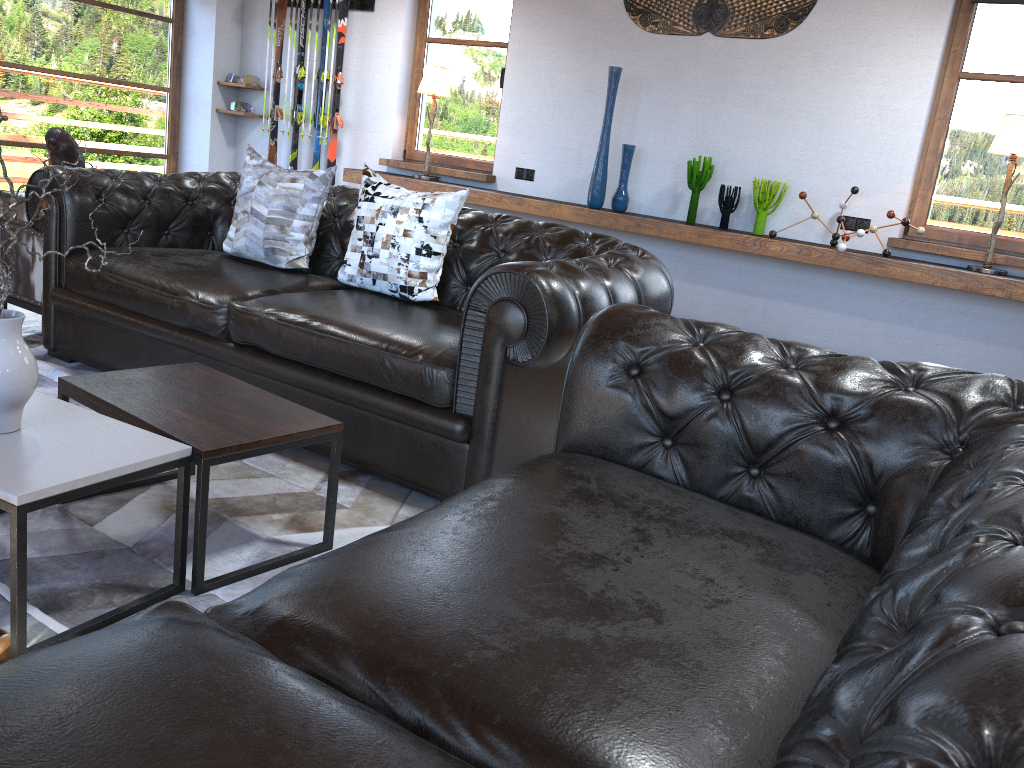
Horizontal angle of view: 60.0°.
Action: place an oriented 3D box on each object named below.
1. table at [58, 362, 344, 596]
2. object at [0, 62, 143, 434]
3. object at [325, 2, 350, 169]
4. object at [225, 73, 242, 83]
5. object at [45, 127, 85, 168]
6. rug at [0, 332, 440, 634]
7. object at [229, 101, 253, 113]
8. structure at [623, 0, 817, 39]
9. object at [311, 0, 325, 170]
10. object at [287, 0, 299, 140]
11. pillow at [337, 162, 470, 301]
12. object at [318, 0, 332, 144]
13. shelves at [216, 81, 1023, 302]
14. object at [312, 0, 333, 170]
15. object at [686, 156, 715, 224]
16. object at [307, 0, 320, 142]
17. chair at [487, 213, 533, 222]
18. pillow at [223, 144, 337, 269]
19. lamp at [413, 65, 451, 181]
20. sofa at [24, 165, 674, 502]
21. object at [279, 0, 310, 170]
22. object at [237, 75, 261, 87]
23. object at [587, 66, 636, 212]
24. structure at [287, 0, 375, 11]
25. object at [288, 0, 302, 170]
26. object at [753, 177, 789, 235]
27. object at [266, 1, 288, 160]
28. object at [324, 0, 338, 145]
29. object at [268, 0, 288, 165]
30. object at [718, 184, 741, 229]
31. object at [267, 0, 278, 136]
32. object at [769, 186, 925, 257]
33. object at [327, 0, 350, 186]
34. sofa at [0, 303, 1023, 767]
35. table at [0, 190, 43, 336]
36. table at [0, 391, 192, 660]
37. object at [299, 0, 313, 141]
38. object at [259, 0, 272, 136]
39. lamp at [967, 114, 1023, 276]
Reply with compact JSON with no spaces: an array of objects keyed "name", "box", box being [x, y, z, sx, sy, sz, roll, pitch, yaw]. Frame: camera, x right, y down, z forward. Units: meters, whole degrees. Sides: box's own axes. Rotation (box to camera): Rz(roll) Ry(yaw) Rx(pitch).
[{"name":"table","box":[-0.824,0.208,2.315,0.644,0.349,0.405,18,17,35]},{"name":"object","box":[-1.030,-0.281,1.769,0.614,0.805,0.411,20,18,41]},{"name":"object","box":[-1.388,-2.319,6.888,0.094,1.600,0.116,16,16,30]},{"name":"object","box":[-2.329,-2.572,7.476,0.188,0.083,0.162,16,16,29]},{"name":"object","box":[-2.022,-0.998,4.018,0.150,0.317,0.247,3,14,-17]},{"name":"rug","box":[-0.525,0.240,2.983,4.010,0.053,2.462,17,17,30]},{"name":"object","box":[-2.291,-2.341,7.486,0.189,0.083,0.350,2,15,-22]},{"name":"structure","box":[1.187,-2.228,5.347,1.237,0.239,0.100,16,16,30]},{"name":"object","box":[-1.526,-2.407,7.030,0.072,1.616,0.113,16,16,30]},{"name":"object","box":[-1.749,-2.571,6.988,0.120,1.245,0.059,11,14,12]},{"name":"pillow","box":[-0.429,-0.589,3.419,0.524,0.467,0.287,17,16,33]},{"name":"object","box":[-1.435,-2.455,6.709,0.121,1.245,0.059,7,13,-2]},{"name":"shelves","box":[0.265,-1.272,5.991,6.587,0.985,0.620,16,16,30]},{"name":"object","box":[-1.470,-2.387,6.985,0.072,1.616,0.113,16,16,30]},{"name":"object","box":[1.122,-1.180,5.398,0.159,0.409,0.147,8,14,0]},{"name":"object","box":[-1.555,-2.514,6.873,0.120,1.245,0.059,11,14,12]},{"name":"chair","box":[-0.115,-0.679,5.494,0.437,0.714,0.447,17,17,34]},{"name":"pillow","box":[-0.991,-0.754,3.754,0.524,0.467,0.287,17,16,33]},{"name":"lamp","box":[-0.515,-1.572,6.641,0.244,1.476,0.640,17,16,33]},{"name":"sofa","box":[-0.659,-0.332,3.547,2.545,0.835,1.254,16,16,29]},{"name":"object","box":[-1.719,-2.430,7.014,0.103,1.616,0.257,15,15,27]},{"name":"object","box":[-2.181,-2.528,7.389,0.158,0.083,0.192,16,16,29]},{"name":"object","box":[0.660,-1.524,5.562,0.275,0.859,0.111,4,14,-13]},{"name":"structure","box":[-1.549,-3.005,6.867,1.042,0.134,0.323,16,16,30]},{"name":"object","box":[-1.727,-2.457,7.114,0.072,1.616,0.113,16,16,30]},{"name":"object","box":[1.495,-1.050,5.256,0.183,0.331,0.199,6,14,-9]},{"name":"object","box":[-1.941,-2.481,7.217,0.094,1.600,0.116,16,16,30]},{"name":"object","box":[-1.339,-2.454,6.758,0.121,1.245,0.059,6,14,-7]},{"name":"object","box":[-1.865,-2.470,7.157,0.094,1.600,0.116,16,16,30]},{"name":"object","box":[1.299,-1.069,5.362,0.129,0.259,0.124,8,14,1]},{"name":"object","box":[-1.942,-2.628,7.103,0.120,1.245,0.059,11,14,12]},{"name":"object","box":[1.871,-0.927,4.939,0.527,0.348,0.642,-1,17,-31]},{"name":"object","box":[-1.312,-2.308,6.828,0.094,1.600,0.116,16,16,30]},{"name":"sofa","box":[0.049,0.456,0.878,1.229,0.835,2.597,16,16,30]},{"name":"table","box":[-2.095,-0.567,4.144,0.414,0.607,0.410,16,16,30]},{"name":"table","box":[-1.104,0.263,1.950,0.645,0.349,0.405,15,16,25]},{"name":"object","box":[-1.602,-2.509,6.825,0.121,1.245,0.059,5,14,-12]},{"name":"object","box":[-1.953,-2.609,7.023,0.059,1.245,0.122,11,14,13]},{"name":"lamp","box":[2.551,-0.665,4.791,0.244,1.476,0.639,13,15,22]}]
